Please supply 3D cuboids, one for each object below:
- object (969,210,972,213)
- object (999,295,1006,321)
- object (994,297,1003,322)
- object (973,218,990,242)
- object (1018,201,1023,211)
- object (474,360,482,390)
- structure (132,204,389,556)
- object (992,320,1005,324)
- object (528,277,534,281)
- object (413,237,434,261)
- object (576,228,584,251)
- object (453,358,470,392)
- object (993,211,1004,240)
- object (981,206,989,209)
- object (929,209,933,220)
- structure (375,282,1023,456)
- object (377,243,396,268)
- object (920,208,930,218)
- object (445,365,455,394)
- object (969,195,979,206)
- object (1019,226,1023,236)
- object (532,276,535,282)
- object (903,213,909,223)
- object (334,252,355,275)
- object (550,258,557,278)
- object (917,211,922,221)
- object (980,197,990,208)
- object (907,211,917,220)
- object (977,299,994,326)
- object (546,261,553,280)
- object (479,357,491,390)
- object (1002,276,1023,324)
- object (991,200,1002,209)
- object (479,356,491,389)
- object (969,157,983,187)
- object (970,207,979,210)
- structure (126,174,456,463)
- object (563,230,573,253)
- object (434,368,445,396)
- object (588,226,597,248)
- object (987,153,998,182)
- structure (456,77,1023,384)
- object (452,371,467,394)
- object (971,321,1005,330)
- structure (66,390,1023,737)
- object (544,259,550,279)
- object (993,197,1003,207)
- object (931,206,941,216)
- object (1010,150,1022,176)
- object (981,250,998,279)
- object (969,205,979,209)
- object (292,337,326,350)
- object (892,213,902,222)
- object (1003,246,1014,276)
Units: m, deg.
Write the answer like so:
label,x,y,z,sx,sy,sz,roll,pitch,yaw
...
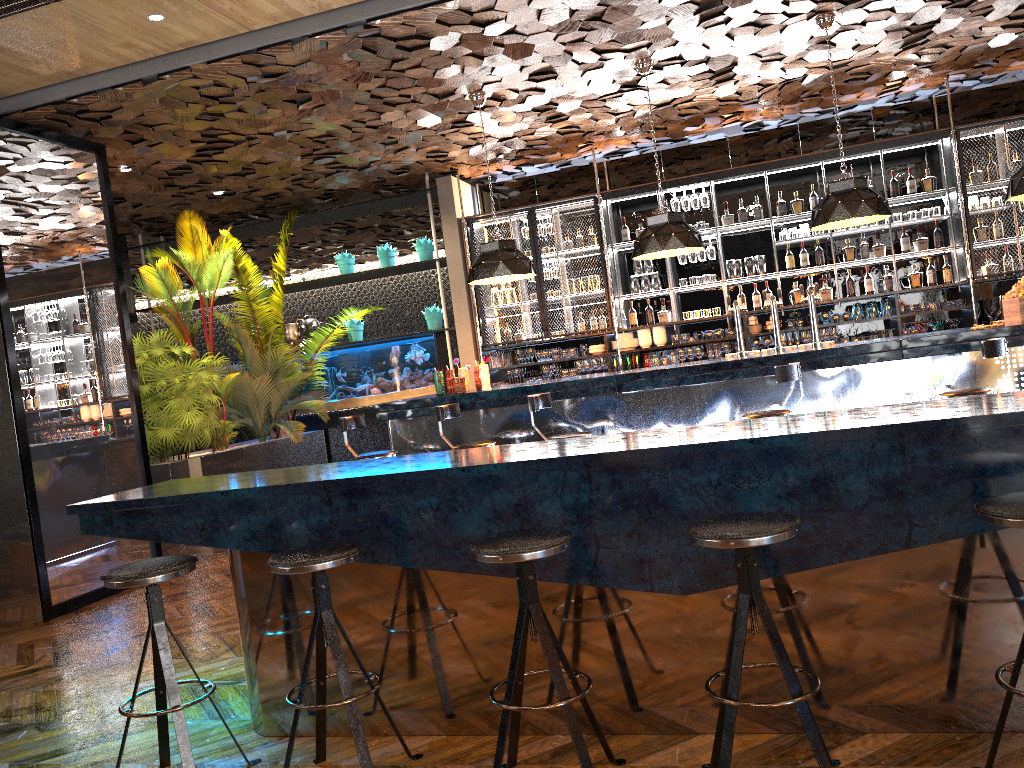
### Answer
label,x,y,z,sx,sy,sz,roll,pitch,yaw
object,4.648,-1.780,8.936,0.089,0.092,0.089,-7,2,40
object,3.777,-0.573,6.755,0.105,0.209,0.105,-6,2,42
object,4.859,-0.707,8.777,0.170,0.313,0.170,-7,1,11
object,4.693,-1.533,8.866,0.151,0.248,0.094,-7,1,26
object,5.077,-1.845,8.813,0.092,0.244,0.092,-7,1,11
object,-0.283,-0.076,7.550,0.080,0.254,0.091,-7,1,19
structure,-3.003,-0.261,9.923,1.873,3.561,4.073,-7,1,18
object,3.791,-0.477,6.635,0.273,0.019,0.437,-7,1,17
object,0.209,-1.282,10.111,0.081,0.213,0.081,-7,1,22
object,-1.028,-1.579,10.453,0.265,0.325,0.245,-7,1,10
object,0.761,-1.636,10.011,0.073,0.246,0.072,-7,1,2
object,-0.414,-0.082,7.560,0.105,0.298,0.116,-9,2,-42
object,4.840,-1.577,8.835,0.086,0.298,0.086,-8,1,-25
object,4.694,-1.783,8.797,0.089,0.092,0.089,-6,2,42
object,4.285,-1.736,9.078,0.089,0.092,0.089,-8,1,-34
structure,1.941,0.095,6.990,6.009,1.685,1.214,-7,1,17
object,-1.488,-1.522,10.594,0.255,0.325,0.244,-6,2,43
object,4.164,-1.717,8.938,0.089,0.092,0.089,-8,1,-34
object,-0.516,-0.041,7.507,0.078,0.246,0.084,-7,1,15
object,4.581,-1.817,8.803,0.089,0.092,0.089,-6,2,42
object,5.025,-1.497,8.684,0.089,0.092,0.089,-7,1,1
object,0.250,-1.290,10.249,0.081,0.213,0.081,-7,1,22
object,4.085,-1.711,9.151,0.089,0.092,0.089,-7,1,2
object,-2.020,-1.455,10.749,0.265,0.325,0.245,-8,1,-19
object,0.469,-1.314,10.033,0.081,0.213,0.081,-7,1,22
object,4.178,-1.722,9.098,0.089,0.092,0.089,-7,1,2
object,4.692,-1.803,8.797,0.089,0.092,0.089,-6,2,42
object,4.065,-1.705,9.007,0.089,0.092,0.089,-7,1,16
object,4.690,-0.684,8.828,0.186,0.307,0.186,-7,1,22
object,0.423,-1.312,10.197,0.081,0.213,0.081,-7,1,22
object,-0.219,-0.084,7.278,0.081,0.264,0.099,-7,1,37
object,3.649,-0.603,6.184,0.340,0.332,0.464,-7,1,20
object,4.863,-1.808,8.905,0.089,0.092,0.089,-6,2,42
object,-0.235,-0.092,7.416,0.091,0.277,0.080,-8,2,-41
object,4.623,-2.115,8.838,0.123,0.279,0.123,-7,1,25
object,4.587,-1.769,8.804,0.089,0.092,0.089,-6,2,42
structure,-2.584,-0.425,11.056,4.269,3.734,0.705,-7,1,17
object,0.631,-1.617,10.052,0.108,0.244,0.108,-7,1,5
object,-0.608,-0.021,7.384,0.086,0.237,0.084,-7,1,36
object,0.899,-1.653,9.970,0.073,0.246,0.072,-7,1,32
object,4.770,-2.144,8.811,0.086,0.297,0.086,-8,1,-25
structure,2.798,-1.005,9.259,6.750,3.553,1.143,-7,1,17
object,-0.433,-0.021,7.331,0.110,0.191,0.131,-7,1,29
object,3.308,-0.405,6.194,0.377,0.045,0.198,-8,1,-35
structure,0.668,0.684,3.286,4.941,0.998,0.673,-7,1,17
object,0.383,-1.304,10.059,0.081,0.213,0.081,-7,1,22
object,4.795,-1.796,8.755,0.089,0.092,0.089,-8,1,-23
object,4.261,-1.729,8.915,0.089,0.092,0.089,-7,1,2
object,4.972,-2.162,8.748,0.083,0.282,0.083,-7,1,17
object,4.766,-1.191,8.851,0.123,0.279,0.123,-7,1,6
object,4.584,-1.791,8.803,0.089,0.092,0.089,-6,2,42
object,-2.515,-0.492,11.021,0.320,0.135,0.250,-7,1,17
object,3.919,-1.686,9.020,0.089,0.092,0.089,-7,1,2
object,4.931,-1.223,8.819,0.086,0.299,0.086,-8,1,-25
